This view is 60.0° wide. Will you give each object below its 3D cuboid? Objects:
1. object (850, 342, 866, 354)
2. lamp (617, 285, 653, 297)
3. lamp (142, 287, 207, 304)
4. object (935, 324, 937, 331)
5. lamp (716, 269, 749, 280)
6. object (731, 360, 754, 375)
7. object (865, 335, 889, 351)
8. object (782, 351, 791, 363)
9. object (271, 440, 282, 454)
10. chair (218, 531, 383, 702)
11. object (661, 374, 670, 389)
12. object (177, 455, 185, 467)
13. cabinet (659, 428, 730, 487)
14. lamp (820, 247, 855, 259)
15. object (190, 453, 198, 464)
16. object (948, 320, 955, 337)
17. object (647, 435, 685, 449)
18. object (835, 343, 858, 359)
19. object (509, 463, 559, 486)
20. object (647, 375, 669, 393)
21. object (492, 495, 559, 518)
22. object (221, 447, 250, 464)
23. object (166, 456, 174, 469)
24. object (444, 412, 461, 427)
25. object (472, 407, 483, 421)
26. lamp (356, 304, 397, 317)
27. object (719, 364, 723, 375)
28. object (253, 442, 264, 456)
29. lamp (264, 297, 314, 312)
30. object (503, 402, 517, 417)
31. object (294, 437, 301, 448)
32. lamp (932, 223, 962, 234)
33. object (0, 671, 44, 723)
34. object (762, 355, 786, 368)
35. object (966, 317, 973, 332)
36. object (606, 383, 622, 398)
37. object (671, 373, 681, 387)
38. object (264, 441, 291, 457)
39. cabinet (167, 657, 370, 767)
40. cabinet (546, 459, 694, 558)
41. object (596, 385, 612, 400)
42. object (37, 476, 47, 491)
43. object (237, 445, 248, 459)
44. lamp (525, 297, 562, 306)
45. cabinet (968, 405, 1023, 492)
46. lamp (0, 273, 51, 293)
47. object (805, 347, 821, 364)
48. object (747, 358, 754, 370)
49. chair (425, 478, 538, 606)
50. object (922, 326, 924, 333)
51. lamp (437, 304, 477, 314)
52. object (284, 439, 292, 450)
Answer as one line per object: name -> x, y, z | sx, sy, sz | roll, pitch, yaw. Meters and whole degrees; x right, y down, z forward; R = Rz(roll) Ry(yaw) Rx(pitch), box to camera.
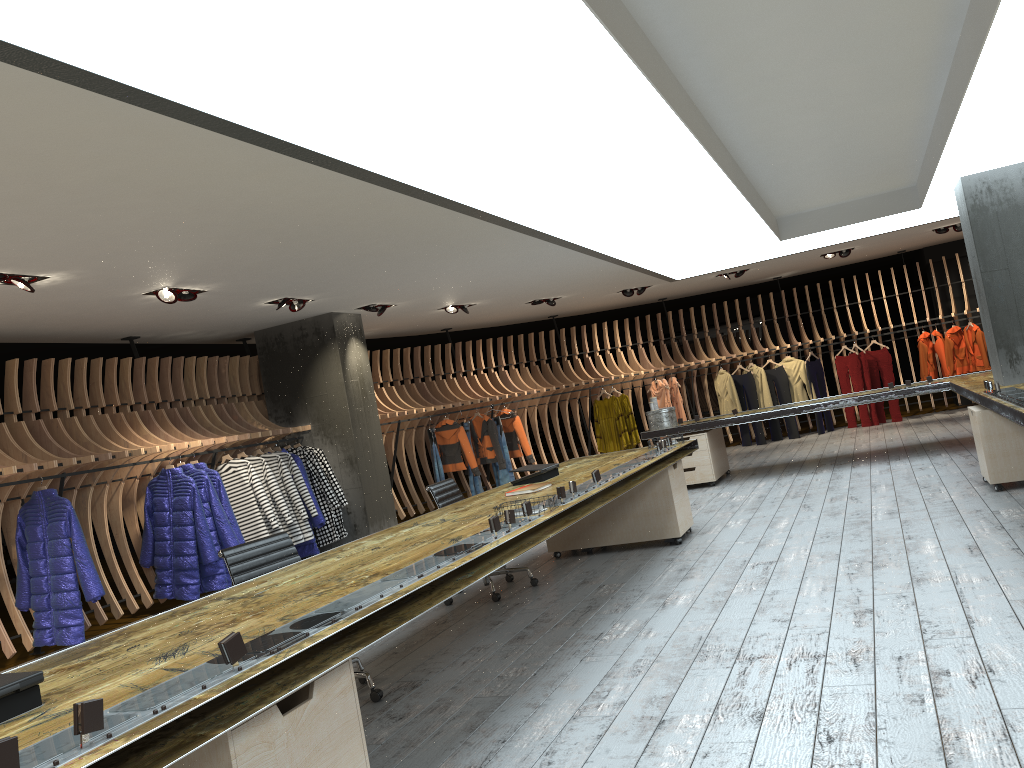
object -> 5.656, -0.613, 14.602 | 0.012, 0.270, 0.524 | -10, -2, -8
lamp -> 1.858, -1.477, 13.485 | 0.493, 0.298, 0.269 | -10, -2, -18
lamp -> -2.845, -0.813, 7.485 | 0.269, 0.286, 0.493 | -11, -2, 22
object -> 6.784, -0.835, 14.155 | 0.012, 0.270, 0.525 | -12, -2, 27
lamp -> 3.404, -1.761, 13.718 | 0.492, 0.284, 0.269 | -11, -2, 2
object -> 3.825, -0.266, 14.875 | 0.012, 0.270, 0.524 | -9, -3, -33
object -> 5.925, -0.666, 14.512 | 0.012, 0.270, 0.524 | -9, -3, -28
object -> 4.624, -0.416, 14.829 | 0.012, 0.270, 0.524 | -8, -3, -43
object -> -2.616, 0.753, 9.879 | 0.524, 0.270, 0.012 | -11, -3, 22
chair -> -1.020, 1.183, 4.442 | 0.667, 0.860, 0.693 | -11, -3, 18
object -> 2.516, -0.031, 14.759 | 0.012, 0.270, 0.524 | -10, -2, -8
object -> -3.136, 0.811, 8.451 | 0.522, 0.291, 0.012 | -11, -3, 22
cabinet -> 2.261, 0.907, 10.923 | 0.593, 0.631, 1.132 | -11, -2, 22
lamp -> 4.951, -2.046, 13.521 | 0.492, 0.296, 0.269 | -11, -2, 15
object -> -3.086, 0.799, 8.624 | 0.524, 0.270, 0.012 | -11, -3, 22
object -> 6.996, -0.878, 14.024 | 0.526, 0.270, 0.012 | -9, -3, -38
object -> 1.324, 0.500, 7.620 | 0.302, 0.074, 0.217 | -11, -2, 16
object -> 5.500, -0.583, 14.651 | 0.012, 0.270, 0.524 | -9, -2, -23
object -> 0.171, 0.647, 6.443 | 0.261, 0.111, 0.373 | -11, -2, 22
object -> 2.401, -0.011, 14.733 | 0.012, 0.270, 0.524 | -9, -3, -33
object -> 0.072, 0.626, 4.482 | 0.302, 0.072, 0.209 | -11, -2, 16
object -> -2.885, 0.795, 9.043 | 0.517, 0.313, 0.012 | -11, -3, 22
object -> -3.218, 0.828, 8.333 | 0.522, 0.293, 0.012 | -11, -3, 22
object -> -0.946, 0.543, 12.814 | 0.524, 0.270, 0.012 | -12, -3, 37
object -> -0.516, 0.479, 13.218 | 0.524, 0.270, 0.012 | -12, -3, 42
lamp -> -1.603, -0.942, 10.420 | 0.269, 0.292, 0.493 | -12, -2, 28
object -> 3.521, -0.209, 14.873 | 0.012, 0.270, 0.524 | -10, -2, -13
object -> -2.700, 0.776, 9.505 | 0.517, 0.313, 0.012 | -11, -3, 22
lamp -> -2.250, -0.871, 8.965 | 0.269, 0.292, 0.493 | -11, -2, 22
object -> -0.104, 0.412, 13.565 | 0.012, 0.270, 0.524 | -8, -3, -38
object -> -2.434, 0.758, 10.180 | 0.517, 0.313, 0.012 | -11, -3, 22
lamp -> 6.371, -2.327, 12.889 | 0.492, 0.298, 0.269 | -12, -3, 31
object -> -1.375, 0.803, 2.142 | 0.262, 0.088, 0.373 | -11, -2, 22
object -> 4.320, -0.358, 14.848 | 0.012, 0.270, 0.524 | -8, -3, -43
object -> 7.188, -0.917, 13.908 | 0.012, 0.270, 0.525 | -11, -2, 2
object -> 1.663, 0.122, 14.521 | 0.012, 0.270, 0.524 | -8, -3, -38
object -> 2.677, -0.060, 14.774 | 0.012, 0.270, 0.524 | -10, -2, -13
object -> -2.633, 0.769, 9.671 | 0.517, 0.313, 0.012 | -11, -3, 22
cabinet -> -1.056, 1.248, 2.657 | 1.130, 0.631, 0.594 | -11, -2, 22
cabinet -> 0.880, 1.049, 7.489 | 1.130, 0.631, 0.594 | -11, -2, 22
object -> 1.496, 0.150, 14.451 | 0.012, 0.270, 0.524 | -8, -3, -38
object -> -3.724, 0.864, 7.035 | 0.524, 0.270, 0.012 | -11, -3, 22
object -> -2.797, 0.786, 9.262 | 0.517, 0.313, 0.012 | -11, -3, 22
lamp -> 0.447, -1.242, 12.788 | 0.493, 0.293, 0.269 | -9, -3, -36
cabinet -> 4.242, 0.409, 6.862 | 1.130, 0.631, 0.594 | -11, -2, 22
lamp -> -3.438, -0.748, 6.005 | 0.269, 0.294, 0.493 | -11, -2, 22
object -> 4.990, -0.488, 14.767 | 0.526, 0.270, 0.012 | -9, -3, -43
object -> 4.021, -0.301, 14.880 | 0.012, 0.270, 0.524 | -9, -2, -23
chair -> -0.206, 1.100, 6.497 | 0.667, 0.860, 0.693 | -11, -2, 8
object -> 6.610, -0.800, 14.225 | 0.012, 0.270, 0.525 | -13, -3, 37
lamp -> -0.734, -1.057, 11.743 | 0.269, 0.296, 0.493 | -13, -3, 41
object -> -2.501, 0.767, 10.004 | 0.516, 0.316, 0.012 | -11, -3, 22
